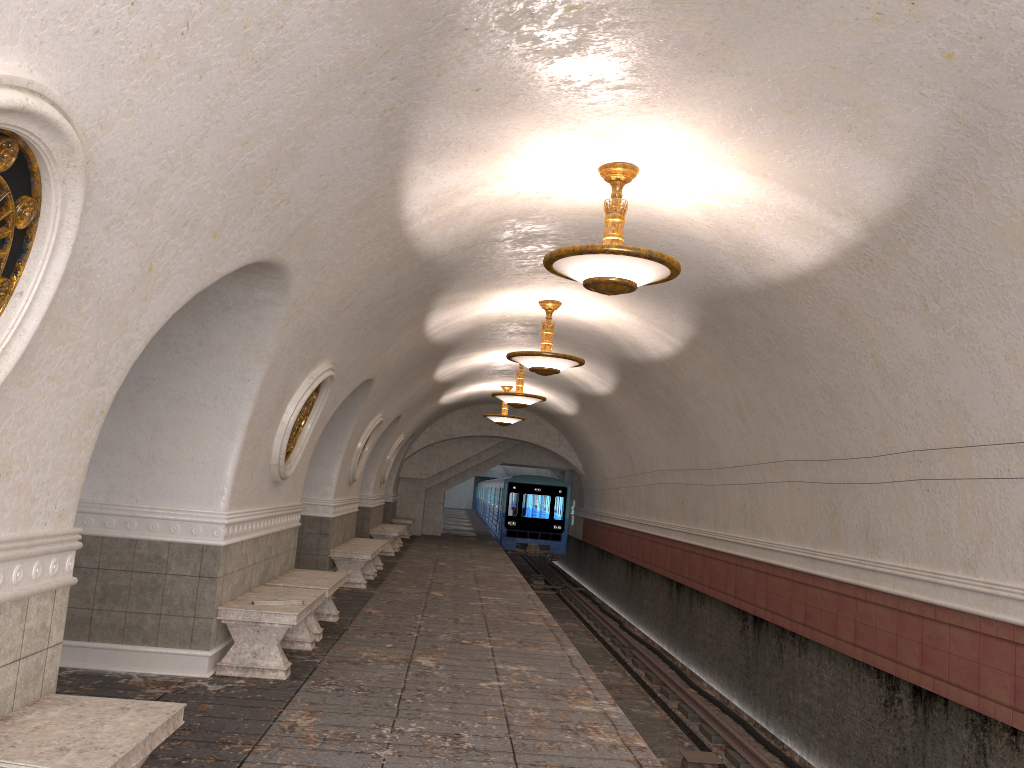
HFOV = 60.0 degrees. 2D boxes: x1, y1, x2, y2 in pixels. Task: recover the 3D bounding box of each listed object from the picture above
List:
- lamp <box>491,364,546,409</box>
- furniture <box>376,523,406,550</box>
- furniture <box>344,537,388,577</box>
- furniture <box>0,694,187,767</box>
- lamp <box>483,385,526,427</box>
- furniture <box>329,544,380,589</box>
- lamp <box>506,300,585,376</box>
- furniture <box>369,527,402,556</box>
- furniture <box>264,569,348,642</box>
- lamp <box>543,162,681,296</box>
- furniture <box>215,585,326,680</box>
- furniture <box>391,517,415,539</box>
[{"bbox_3d":[0.145,-0.020,16.121,1.008,0.955,1.008,3,-7,13],"label":"lamp"},{"bbox_3d":[-2.871,3.620,21.033,0.613,0.508,1.509,5,-7,-3],"label":"furniture"},{"bbox_3d":[-2.496,2.941,15.121,0.613,0.508,1.509,5,-7,-3],"label":"furniture"},{"bbox_3d":[-1.740,1.572,3.193,0.613,0.508,1.509,5,-7,-3],"label":"furniture"},{"bbox_3d":[-0.158,0.529,20.910,1.008,0.955,1.008,-1,-9,43],"label":"lamp"},{"bbox_3d":[-2.390,2.750,13.454,0.613,0.508,1.509,5,-7,-3],"label":"furniture"},{"bbox_3d":[0.449,-0.570,11.334,1.008,0.955,1.008,3,-7,13],"label":"lamp"},{"bbox_3d":[-2.765,3.428,19.366,0.613,0.508,1.509,5,-7,-3],"label":"furniture"},{"bbox_3d":[-2.118,2.256,9.151,0.613,0.508,1.509,5,-7,-3],"label":"furniture"},{"bbox_3d":[0.752,-1.120,6.545,1.008,0.955,1.008,7,-7,-19],"label":"lamp"},{"bbox_3d":[-2.012,2.064,7.484,0.613,0.508,1.509,5,-7,-3],"label":"furniture"},{"bbox_3d":[-3.161,4.146,25.615,0.613,0.508,1.509,5,-7,-3],"label":"furniture"}]
